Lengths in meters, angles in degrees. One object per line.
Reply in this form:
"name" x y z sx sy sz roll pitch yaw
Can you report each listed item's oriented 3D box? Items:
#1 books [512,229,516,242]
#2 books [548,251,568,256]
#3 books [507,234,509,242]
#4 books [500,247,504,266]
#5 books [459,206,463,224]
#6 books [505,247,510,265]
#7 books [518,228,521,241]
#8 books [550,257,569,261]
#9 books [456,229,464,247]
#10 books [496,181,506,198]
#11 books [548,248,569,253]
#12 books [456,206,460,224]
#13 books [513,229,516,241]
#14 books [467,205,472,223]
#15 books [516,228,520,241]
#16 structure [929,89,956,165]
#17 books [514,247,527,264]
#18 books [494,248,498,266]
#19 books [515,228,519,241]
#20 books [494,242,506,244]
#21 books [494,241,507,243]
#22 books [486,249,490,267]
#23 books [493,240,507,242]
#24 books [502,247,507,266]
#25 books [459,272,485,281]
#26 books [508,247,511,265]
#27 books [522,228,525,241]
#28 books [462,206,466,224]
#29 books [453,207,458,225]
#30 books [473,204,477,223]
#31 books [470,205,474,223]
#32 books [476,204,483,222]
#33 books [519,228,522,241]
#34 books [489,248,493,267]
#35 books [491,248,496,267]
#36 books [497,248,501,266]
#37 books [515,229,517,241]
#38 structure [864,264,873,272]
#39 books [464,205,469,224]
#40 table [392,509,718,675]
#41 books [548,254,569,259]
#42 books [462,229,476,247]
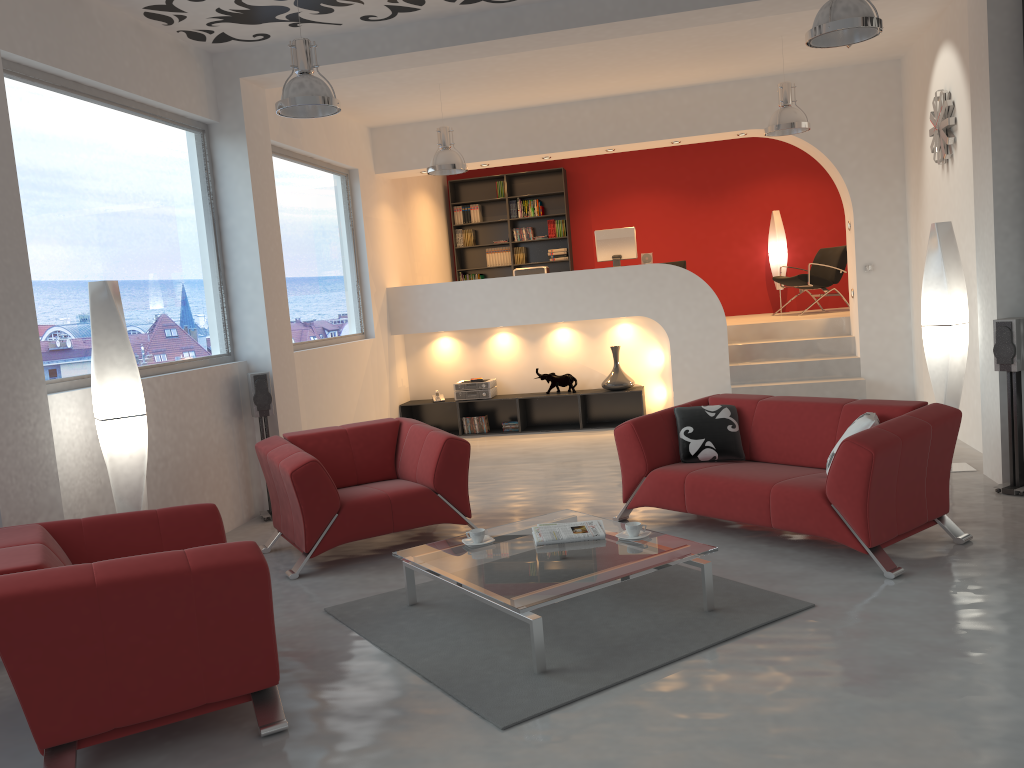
"books" 0.041 -2.099 12.552 0.031 0.190 0.135 -4 6 12
"books" 0.647 -1.825 12.419 0.260 0.040 0.200 -4 6 12
"books" -0.033 -2.093 12.568 0.063 0.187 0.135 -4 6 12
"books" -0.125 -1.806 12.600 0.040 0.260 0.200 -4 6 12
"books" -0.702 -2.400 12.652 0.040 0.260 0.200 -4 6 12
"books" -0.045 -1.812 12.582 0.040 0.260 0.200 -4 6 12
"books" 0.114 -2.104 12.536 0.031 0.190 0.135 -4 6 12
"books" 0.676 -1.747 12.427 0.260 0.040 0.200 -4 6 14
"books" -0.730 -2.082 12.707 0.090 0.256 0.181 -4 6 12
"books" -0.132 -2.728 12.507 0.146 0.240 0.170 -4 6 12
"books" 0.651 -1.864 12.405 0.260 0.040 0.200 -4 6 12
"books" -0.742 -2.397 12.660 0.040 0.260 0.200 -4 6 12
"books" 0.055 -2.100 12.549 0.031 0.190 0.135 -4 6 12
"books" -0.584 -2.407 12.626 0.040 0.260 0.200 -4 6 12
"books" 0.099 -2.103 12.539 0.031 0.190 0.135 -4 6 12
"structure" 3.521 -2.109 7.290 0.090 0.596 0.596 -4 6 12
"books" 0.120 -1.813 12.559 0.146 0.240 0.170 -4 6 12
"books" -0.204 -1.801 12.617 0.040 0.260 0.200 -4 6 12
"books" 0.085 -2.102 12.542 0.031 0.190 0.135 -4 6 12
"books" -0.155 -1.999 12.604 0.190 0.015 0.135 -4 6 12
"books" -0.149 -2.015 12.601 0.190 0.015 0.135 -4 6 12
"books" -0.322 -1.794 12.642 0.040 0.260 0.200 -4 6 12
"books" -0.168 -2.028 12.604 0.190 0.015 0.135 -4 6 12
"books" -0.085 -1.809 12.591 0.040 0.260 0.200 -4 6 12
"books" -0.561 -1.474 12.718 0.341 0.286 0.231 -4 6 12
"books" -0.006 -1.814 12.574 0.040 0.260 0.200 -4 6 12
"books" 0.172 -2.108 12.523 0.031 0.190 0.135 -4 6 12
"books" -0.663 -2.402 12.643 0.040 0.260 0.200 -4 6 12
"books" -0.781 -2.395 12.669 0.040 0.260 0.200 -4 6 12
"books" -0.504 -2.413 12.609 0.040 0.260 0.200 -4 6 12
"books" -0.544 -2.410 12.618 0.040 0.260 0.200 -4 6 12
"books" -0.465 -2.415 12.601 0.040 0.260 0.200 -4 6 12
"books" 0.128 -2.105 12.533 0.031 0.190 0.135 -4 6 12
"books" -0.283 -1.796 12.634 0.040 0.260 0.200 -4 6 12
"books" -0.243 -1.799 12.625 0.040 0.260 0.200 -4 6 12
"books" -0.164 -1.804 12.608 0.040 0.260 0.200 -4 6 12
"books" 0.070 -2.101 12.546 0.031 0.190 0.135 -4 6 12
"structure" 3.594 -1.170 8.933 0.080 0.080 0.016 -4 6 12
"books" -0.623 -2.405 12.635 0.040 0.260 0.200 -4 6 12
"table" 0.185 0.938 4.265 1.097 0.286 1.162 -8 7 -33
"books" 0.654 -1.785 12.423 0.260 0.040 0.200 -4 6 12
"books" -0.612 -2.081 12.681 0.146 0.240 0.170 -4 6 12
